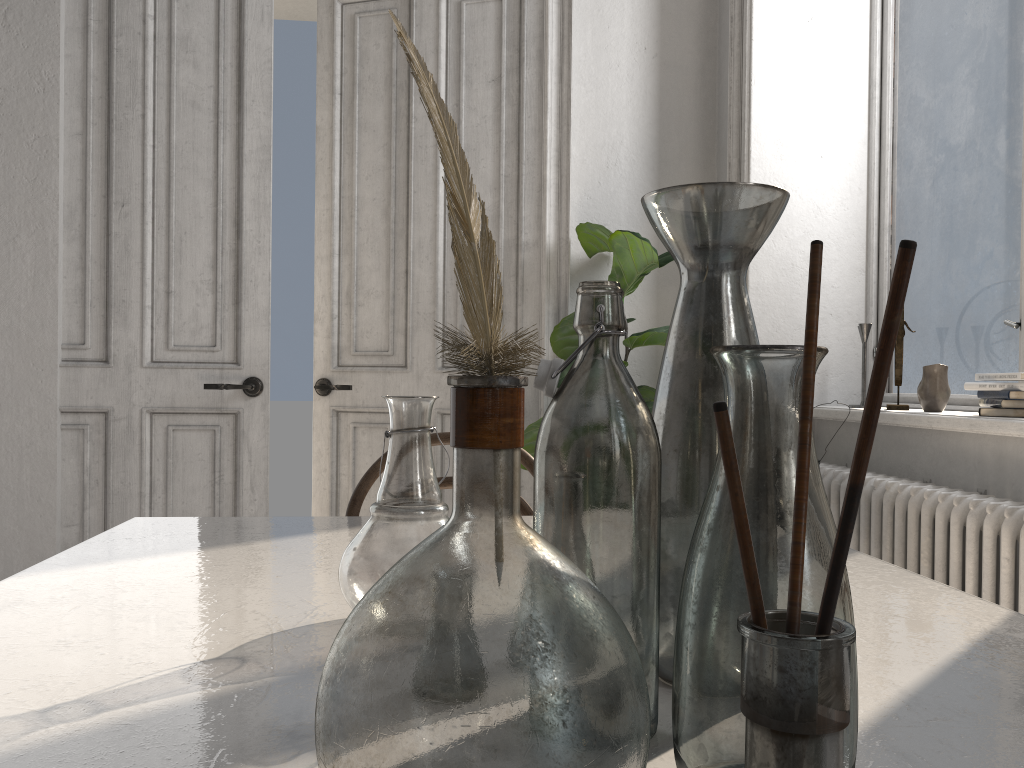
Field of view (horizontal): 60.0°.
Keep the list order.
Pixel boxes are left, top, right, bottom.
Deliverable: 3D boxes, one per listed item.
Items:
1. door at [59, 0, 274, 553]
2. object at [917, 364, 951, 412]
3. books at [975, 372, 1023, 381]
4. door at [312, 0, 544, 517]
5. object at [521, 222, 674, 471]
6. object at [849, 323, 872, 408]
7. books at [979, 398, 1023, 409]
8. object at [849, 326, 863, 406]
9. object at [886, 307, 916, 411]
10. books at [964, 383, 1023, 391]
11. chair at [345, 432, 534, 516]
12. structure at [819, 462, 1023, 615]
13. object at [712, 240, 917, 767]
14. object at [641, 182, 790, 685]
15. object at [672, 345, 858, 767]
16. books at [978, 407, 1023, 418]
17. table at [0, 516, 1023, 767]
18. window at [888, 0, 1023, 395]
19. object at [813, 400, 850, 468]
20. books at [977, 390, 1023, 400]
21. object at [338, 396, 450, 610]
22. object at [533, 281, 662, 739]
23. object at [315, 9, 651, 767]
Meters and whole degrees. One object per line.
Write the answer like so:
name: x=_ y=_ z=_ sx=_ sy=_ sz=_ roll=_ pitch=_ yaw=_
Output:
door: x=-1.497 y=-0.417 z=3.459 sx=1.097 sy=2.814 sz=0.216 roll=1 pitch=1 yaw=-5
object: x=1.260 y=0.012 z=2.651 sx=0.102 sy=0.142 sz=0.100 roll=0 pitch=0 yaw=-31
books: x=1.325 y=-0.018 z=2.260 sx=0.174 sy=0.019 sz=0.243 roll=1 pitch=0 yaw=4
door: x=-0.358 y=-0.403 z=3.747 sx=1.097 sy=2.814 sz=0.216 roll=1 pitch=1 yaw=19
object: x=0.435 y=0.096 z=0.685 sx=0.792 sy=1.842 sz=5.827 roll=1 pitch=0 yaw=-1
object: x=1.205 y=-0.061 z=3.029 sx=0.095 sy=0.289 sz=0.095 roll=1 pitch=1 yaw=16
books: x=1.314 y=0.050 z=2.284 sx=0.155 sy=0.022 sz=0.205 roll=1 pitch=0 yaw=14
object: x=1.249 y=-0.061 z=3.151 sx=0.095 sy=0.289 sz=0.095 roll=1 pitch=1 yaw=25
object: x=1.245 y=-0.129 z=2.842 sx=0.087 sy=0.425 sz=0.347 roll=1 pitch=0 yaw=26
books: x=1.302 y=0.007 z=2.278 sx=0.155 sy=0.020 sz=0.205 roll=1 pitch=0 yaw=-16
chair: x=-0.103 y=0.551 z=1.428 sx=0.438 sy=0.921 sz=0.549 roll=1 pitch=0 yaw=2
structure: x=1.273 y=-1.208 z=0.629 sx=0.340 sy=4.474 sz=5.181 roll=1 pitch=0 yaw=-6
object: x=0.083 y=0.092 z=0.261 sx=0.107 sy=0.283 sz=0.107 roll=1 pitch=0 yaw=-11
object: x=0.159 y=0.043 z=0.709 sx=0.116 sy=0.383 sz=0.116 roll=1 pitch=0 yaw=5
object: x=0.141 y=0.107 z=0.495 sx=0.100 sy=0.255 sz=0.098 roll=0 pitch=1 yaw=-29
books: x=1.317 y=0.073 z=2.291 sx=0.147 sy=0.023 sz=0.221 roll=1 pitch=0 yaw=43
table: x=0.022 y=0.623 z=0.461 sx=1.100 sy=0.780 sz=2.200 roll=1 pitch=0 yaw=-6
window: x=1.493 y=-1.382 z=2.447 sx=0.013 sy=2.843 sz=1.622 roll=1 pitch=0 yaw=-6
object: x=0.785 y=0.232 z=2.343 sx=0.154 sy=0.383 sz=0.163 roll=0 pitch=1 yaw=-32
books: x=1.313 y=0.028 z=2.281 sx=0.147 sy=0.023 sz=0.221 roll=1 pitch=0 yaw=10
object: x=-0.099 y=0.121 z=0.853 sx=0.132 sy=0.219 sz=0.132 roll=1 pitch=0 yaw=-17
object: x=0.057 y=0.082 z=0.600 sx=0.086 sy=0.301 sz=0.086 roll=1 pitch=1 yaw=-20
object: x=-0.012 y=0.010 z=0.420 sx=0.157 sy=0.446 sz=0.156 roll=1 pitch=0 yaw=12
